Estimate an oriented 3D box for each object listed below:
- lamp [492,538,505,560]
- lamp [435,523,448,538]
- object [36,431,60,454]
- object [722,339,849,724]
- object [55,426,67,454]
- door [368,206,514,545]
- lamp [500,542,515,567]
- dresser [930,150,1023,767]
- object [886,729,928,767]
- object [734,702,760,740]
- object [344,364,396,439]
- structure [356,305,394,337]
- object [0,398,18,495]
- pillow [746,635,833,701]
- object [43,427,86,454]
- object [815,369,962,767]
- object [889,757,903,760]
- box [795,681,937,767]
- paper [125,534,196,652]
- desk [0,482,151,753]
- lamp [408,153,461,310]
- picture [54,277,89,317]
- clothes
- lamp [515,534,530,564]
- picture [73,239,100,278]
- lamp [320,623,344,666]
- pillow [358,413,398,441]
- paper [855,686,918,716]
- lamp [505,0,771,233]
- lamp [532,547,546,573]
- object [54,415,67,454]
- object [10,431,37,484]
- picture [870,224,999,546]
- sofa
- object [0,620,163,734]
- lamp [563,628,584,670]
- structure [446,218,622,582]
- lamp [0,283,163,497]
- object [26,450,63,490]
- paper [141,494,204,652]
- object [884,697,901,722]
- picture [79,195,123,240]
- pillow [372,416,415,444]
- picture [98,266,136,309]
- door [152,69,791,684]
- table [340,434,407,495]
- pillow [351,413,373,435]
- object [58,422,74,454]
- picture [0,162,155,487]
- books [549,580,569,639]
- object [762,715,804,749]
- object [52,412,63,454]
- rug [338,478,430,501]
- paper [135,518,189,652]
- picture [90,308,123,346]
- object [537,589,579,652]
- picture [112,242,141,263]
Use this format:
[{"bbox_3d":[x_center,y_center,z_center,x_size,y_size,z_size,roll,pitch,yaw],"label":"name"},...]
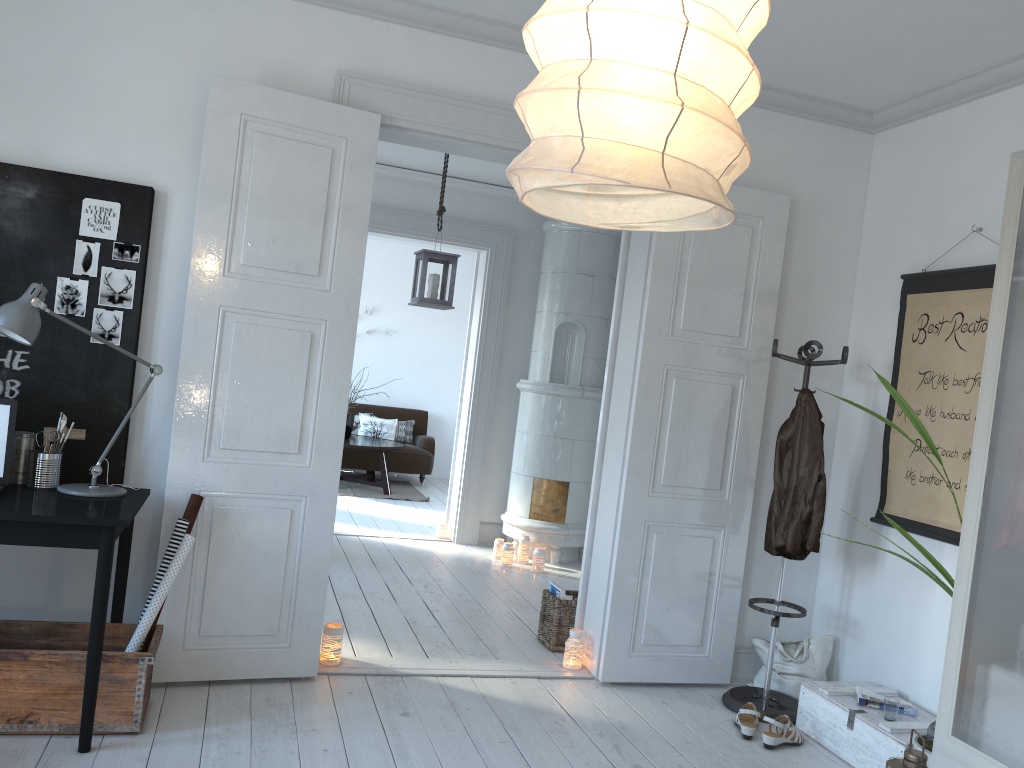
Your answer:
[{"bbox_3d":[-0.097,1.225,6.582,0.084,0.146,0.084,7,1,-12],"label":"lamp"},{"bbox_3d":[-0.562,1.176,7.097,0.093,0.110,0.093,7,1,0],"label":"lamp"},{"bbox_3d":[-1.677,0.265,3.171,0.081,0.198,0.050,7,1,8],"label":"object"},{"bbox_3d":[1.235,0.639,3.976,0.375,1.659,0.374,7,1,-9],"label":"object"},{"bbox_3d":[-1.637,0.261,3.177,0.009,0.222,0.082,7,1,13],"label":"object"},{"bbox_3d":[-0.965,-0.064,6.890,2.600,2.506,0.577,7,1,-17],"label":"door"},{"bbox_3d":[-0.031,1.224,6.360,0.089,0.166,0.089,6,1,-15],"label":"lamp"},{"bbox_3d":[1.833,0.453,2.044,0.631,2.164,1.431,6,1,-17],"label":"dresser"},{"bbox_3d":[1.304,1.315,2.895,0.132,0.352,0.137,7,1,6],"label":"object"},{"bbox_3d":[0.985,1.383,3.711,0.099,0.126,0.272,7,1,16],"label":"object"},{"bbox_3d":[-1.584,0.067,9.351,0.525,1.066,0.846,8,1,44],"label":"object"},{"bbox_3d":[-1.911,-0.719,10.580,1.026,0.478,0.085,7,1,-17],"label":"structure"},{"bbox_3d":[-1.869,0.191,2.812,0.446,0.315,0.325,7,1,-17],"label":"object"},{"bbox_3d":[1.331,1.325,4.228,0.317,0.314,0.272,7,1,-16],"label":"pillow"},{"bbox_3d":[-1.635,0.266,3.228,0.138,0.209,0.034,6,2,-37],"label":"object"},{"bbox_3d":[1.503,0.728,3.063,1.043,1.554,0.289,7,1,13],"label":"object"},{"bbox_3d":[1.347,1.400,3.068,0.100,0.180,0.100,8,2,43],"label":"object"},{"bbox_3d":[1.482,1.395,3.549,0.376,0.218,0.641,7,0,-17],"label":"box"},{"bbox_3d":[-1.295,0.843,3.142,0.283,0.627,0.041,6,2,-38],"label":"paper"},{"bbox_3d":[-1.889,0.727,2.928,1.160,0.759,0.650,7,1,-17],"label":"desk"},{"bbox_3d":[-0.378,-1.332,5.245,0.228,1.763,0.228,6,1,-20],"label":"lamp"},{"bbox_3d":[-1.662,-0.328,3.344,0.107,0.150,0.001,6,1,-17],"label":"picture"},{"bbox_3d":[1.267,0.401,3.899,0.237,0.770,0.211,7,1,17],"label":"clothes"},{"bbox_3d":[0.084,1.215,6.532,0.098,0.210,0.098,7,1,-12],"label":"lamp"},{"bbox_3d":[-1.608,-0.474,3.352,0.083,0.146,0.002,6,1,-17],"label":"picture"},{"bbox_3d":[-0.789,1.139,3.880,0.089,0.166,0.089,6,1,-24],"label":"lamp"},{"bbox_3d":[-1.562,0.511,10.266,0.471,0.309,0.188,7,1,-16],"label":"pillow"},{"bbox_3d":[1.518,1.290,3.605,0.221,0.031,0.175,7,0,15],"label":"paper"},{"bbox_3d":[0.226,-0.849,1.233,0.338,1.231,0.340,7,1,14],"label":"lamp"},{"bbox_3d":[0.192,1.251,6.309,0.089,0.166,0.089,6,1,-18],"label":"lamp"},{"bbox_3d":[-1.640,0.238,3.185,0.012,0.264,0.062,7,1,26],"label":"object"},{"bbox_3d":[-1.772,0.269,3.207,0.079,0.188,0.078,6,2,-38],"label":"object"},{"bbox_3d":[1.841,-0.004,3.667,0.057,1.314,0.792,6,1,-17],"label":"picture"},{"bbox_3d":[-1.994,0.626,10.152,2.166,0.825,0.968,7,1,-17],"label":"sofa"},{"bbox_3d":[-1.577,1.003,3.037,0.665,0.282,0.339,7,1,-17],"label":"object"},{"bbox_3d":[0.296,1.262,4.220,0.093,0.180,0.092,6,1,-34],"label":"lamp"},{"bbox_3d":[0.323,0.010,6.710,0.799,2.829,1.248,7,1,28],"label":"structure"},{"bbox_3d":[-1.533,0.028,3.119,0.229,0.716,0.617,8,2,44],"label":"lamp"},{"bbox_3d":[-1.669,0.306,3.165,0.108,0.128,0.108,7,1,-2],"label":"object"},{"bbox_3d":[-1.299,0.782,3.272,0.048,0.747,0.297,8,1,28],"label":"paper"},{"bbox_3d":[1.464,1.260,3.426,0.060,0.081,0.060,8,1,38],"label":"object"},{"bbox_3d":[-1.557,-0.630,3.357,0.148,0.154,0.004,7,1,-17],"label":"picture"},{"bbox_3d":[-1.404,0.541,10.432,0.542,0.288,0.182,7,1,-16],"label":"pillow"},{"bbox_3d":[-1.508,-0.370,3.387,0.121,0.153,0.002,6,1,-17],"label":"picture"},{"bbox_3d":[-0.109,0.055,4.004,2.600,2.506,0.577,7,1,-17],"label":"door"},{"bbox_3d":[-1.797,0.828,9.399,1.301,0.503,1.298,7,1,-27],"label":"table"},{"bbox_3d":[-1.863,0.484,10.254,0.473,0.348,0.158,7,1,-19],"label":"pillow"},{"bbox_3d":[-1.624,0.253,3.175,0.084,0.240,0.009,6,2,-40],"label":"object"},{"bbox_3d":[-1.906,-0.230,3.309,0.953,1.172,0.063,6,1,-17],"label":"picture"},{"bbox_3d":[0.297,1.193,4.598,0.201,0.300,0.179,6,1,-17],"label":"books"},{"bbox_3d":[1.111,1.399,3.603,0.272,0.126,0.099,6,1,-44],"label":"object"},{"bbox_3d":[-1.644,0.235,3.183,0.008,0.267,0.060,7,1,0],"label":"object"},{"bbox_3d":[-1.830,1.050,9.430,1.711,0.055,1.455,7,0,-16],"label":"rug"},{"bbox_3d":[-1.310,0.823,3.198,0.043,0.669,0.266,8,1,28],"label":"paper"},{"bbox_3d":[-1.546,-0.221,3.385,0.103,0.136,0.001,6,1,-17],"label":"picture"},{"bbox_3d":[0.305,1.227,4.602,0.270,0.265,0.223,7,1,-17],"label":"object"},{"bbox_3d":[-1.474,-0.505,3.390,0.095,0.071,0.001,7,1,-17],"label":"picture"}]
